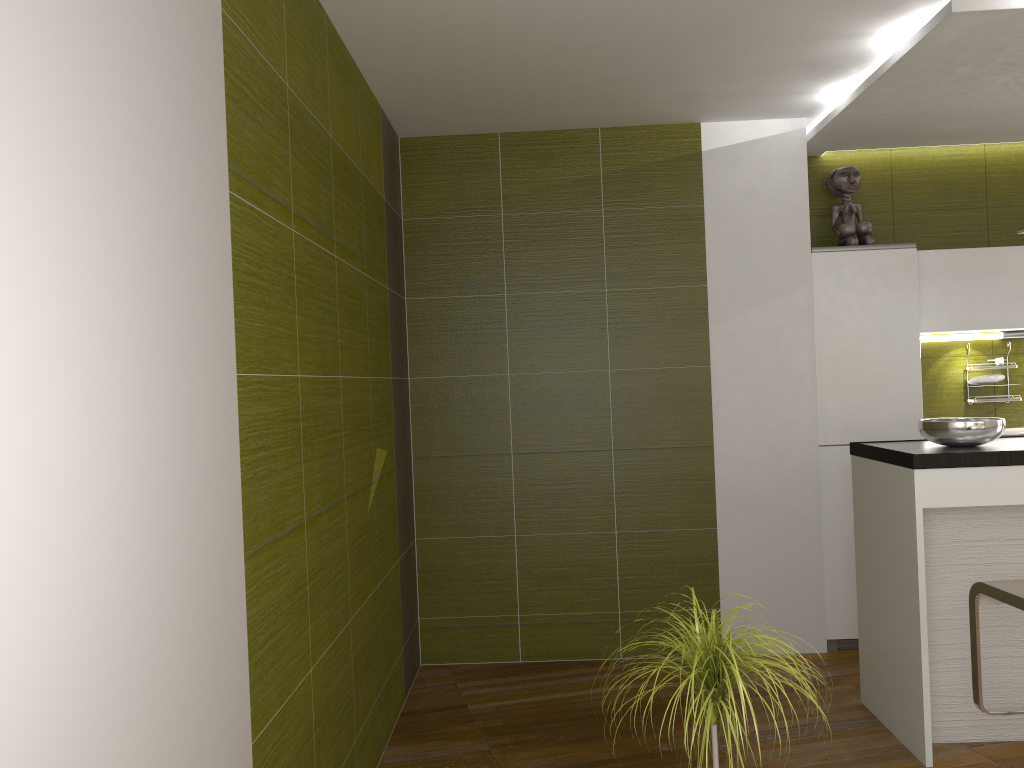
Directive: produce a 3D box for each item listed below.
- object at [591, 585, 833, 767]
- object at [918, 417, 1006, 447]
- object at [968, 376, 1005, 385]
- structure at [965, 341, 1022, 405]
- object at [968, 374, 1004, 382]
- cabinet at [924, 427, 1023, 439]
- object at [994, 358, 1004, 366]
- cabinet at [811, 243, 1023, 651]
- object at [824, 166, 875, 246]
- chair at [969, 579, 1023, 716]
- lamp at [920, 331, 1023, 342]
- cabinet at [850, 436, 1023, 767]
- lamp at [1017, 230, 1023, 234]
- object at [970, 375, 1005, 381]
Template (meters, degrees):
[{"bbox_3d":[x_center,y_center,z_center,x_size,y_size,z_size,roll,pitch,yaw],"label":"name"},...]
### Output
[{"bbox_3d":[0.520,0.977,2.260,0.606,0.904,0.585,-2,0,-29],"label":"object"},{"bbox_3d":[1.790,0.193,3.535,0.311,0.105,0.311,-2,0,15],"label":"object"},{"bbox_3d":[2.623,-0.020,4.901,0.181,0.052,0.173,-2,0,2],"label":"object"},{"bbox_3d":[2.672,-0.061,4.933,0.266,0.346,0.110,-2,0,2],"label":"structure"},{"bbox_3d":[2.622,-0.026,4.902,0.181,0.052,0.173,-2,0,2],"label":"object"},{"bbox_3d":[3.606,0.758,4.731,2.940,1.086,0.465,-2,0,2],"label":"cabinet"},{"bbox_3d":[2.714,-0.124,4.941,0.046,0.053,0.051,-2,0,33],"label":"object"},{"bbox_3d":[3.324,0.267,4.862,3.471,2.089,0.724,-2,0,2],"label":"cabinet"},{"bbox_3d":[1.845,-0.961,4.838,0.195,0.488,0.304,-2,0,0],"label":"object"},{"bbox_3d":[1.751,0.950,2.774,0.418,0.857,0.460,-2,0,-3],"label":"chair"},{"bbox_3d":[2.507,-0.260,4.976,0.715,0.041,0.041,-2,0,2],"label":"lamp"},{"bbox_3d":[2.957,0.761,3.492,2.947,1.134,0.663,-2,0,2],"label":"cabinet"},{"bbox_3d":[2.921,-0.996,3.501,1.677,0.683,0.326,-2,0,2],"label":"lamp"},{"bbox_3d":[2.623,-0.023,4.902,0.181,0.052,0.173,-2,0,2],"label":"object"}]
